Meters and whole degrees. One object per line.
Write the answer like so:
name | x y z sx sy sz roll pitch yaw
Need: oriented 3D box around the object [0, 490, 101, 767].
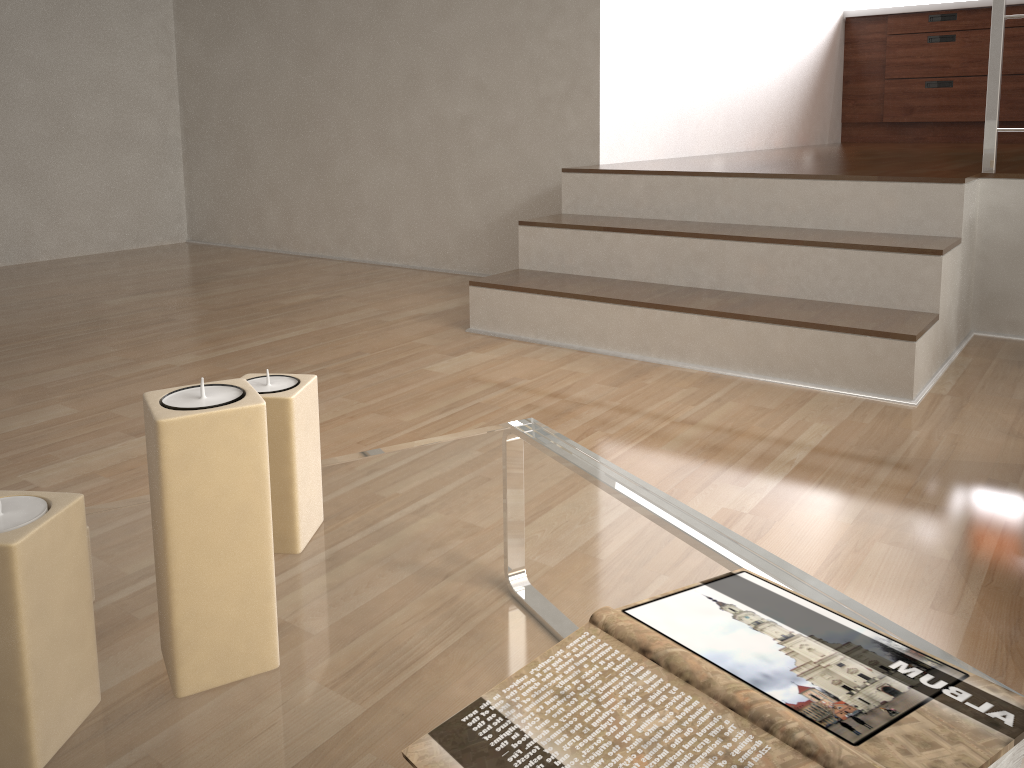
object | -0.294 0.135 0.510 0.067 0.147 0.069 0 10 6

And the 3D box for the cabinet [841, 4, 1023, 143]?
cabinet | 3.645 -1.687 4.656 3.539 0.778 0.694 11 17 35

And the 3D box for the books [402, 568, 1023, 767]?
books | 0.120 0.189 0.469 0.296 0.054 0.207 -14 21 -37

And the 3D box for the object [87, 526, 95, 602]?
object | -0.358 0.135 0.641 0.067 0.072 0.069 4 13 20

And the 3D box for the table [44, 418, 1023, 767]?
table | -0.101 0.308 0.599 0.706 0.242 0.814 -9 18 -28

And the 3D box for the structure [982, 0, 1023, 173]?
structure | 2.218 -0.908 1.695 2.347 1.024 0.058 10 13 35

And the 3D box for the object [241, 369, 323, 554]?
object | -0.207 0.060 0.756 0.067 0.147 0.069 0 10 6

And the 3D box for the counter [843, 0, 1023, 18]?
counter | 3.073 -2.170 5.011 2.124 0.039 0.696 11 20 35

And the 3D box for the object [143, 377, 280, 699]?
object | -0.199 0.090 0.578 0.067 0.191 0.068 -6 10 -29
